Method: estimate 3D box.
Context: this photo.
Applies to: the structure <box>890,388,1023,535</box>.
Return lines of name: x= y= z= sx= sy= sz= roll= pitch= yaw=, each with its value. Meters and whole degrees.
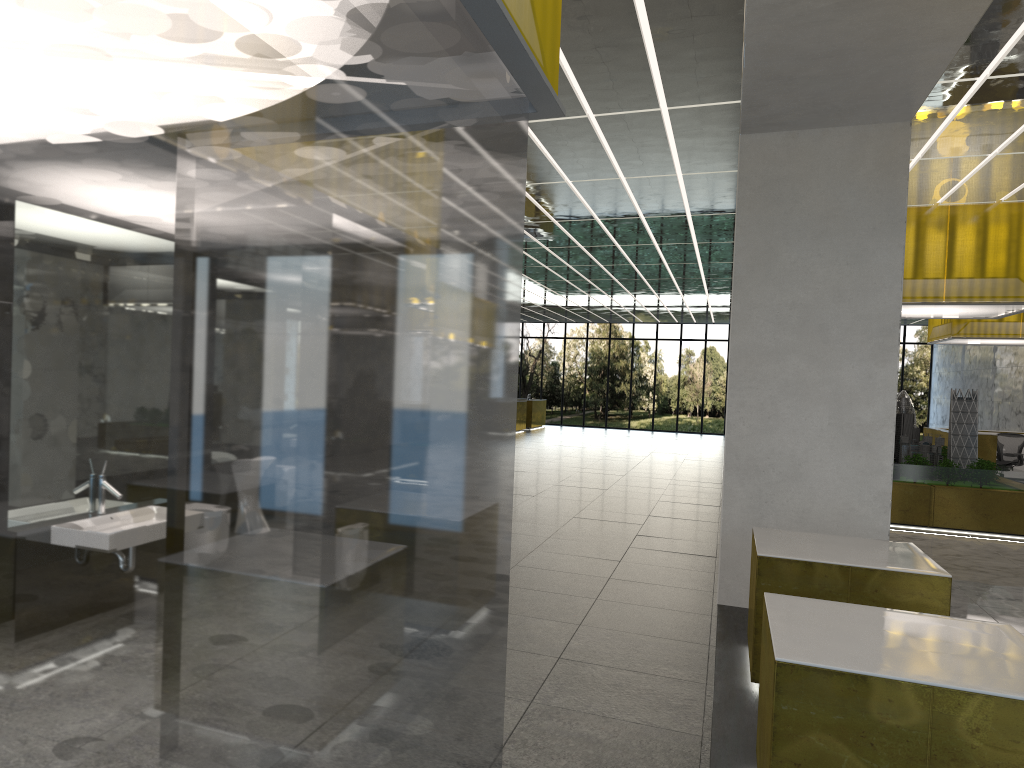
structure: x=8.357 y=1.348 z=18.059 sx=3.979 sy=2.572 sz=5.024 roll=2 pitch=1 yaw=18

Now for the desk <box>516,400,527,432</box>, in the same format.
desk: x=-1.228 y=1.521 z=41.504 sx=3.311 sy=1.509 sz=3.396 roll=2 pitch=0 yaw=19

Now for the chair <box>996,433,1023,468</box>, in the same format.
chair: x=14.267 y=2.168 z=24.690 sx=1.195 sy=1.494 sz=0.966 roll=3 pitch=2 yaw=43

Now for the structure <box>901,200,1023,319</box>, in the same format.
structure: x=8.160 y=-2.542 z=16.765 sx=3.351 sy=2.270 sz=3.162 roll=2 pitch=1 yaw=19

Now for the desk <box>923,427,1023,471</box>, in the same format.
desk: x=14.180 y=2.170 z=24.881 sx=3.311 sy=1.509 sz=3.396 roll=2 pitch=0 yaw=19

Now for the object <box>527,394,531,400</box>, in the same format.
object: x=0.803 y=0.862 z=45.653 sx=0.566 sy=0.668 sz=0.732 roll=3 pitch=1 yaw=18

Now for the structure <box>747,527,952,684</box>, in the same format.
structure: x=2.782 y=1.990 z=7.333 sx=1.405 sy=1.174 sz=1.407 roll=3 pitch=1 yaw=19

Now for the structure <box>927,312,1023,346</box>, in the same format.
structure: x=14.327 y=-2.342 z=24.786 sx=3.352 sy=2.270 sz=3.038 roll=2 pitch=1 yaw=20

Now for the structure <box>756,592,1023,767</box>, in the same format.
structure: x=2.102 y=1.975 z=4.660 sx=1.405 sy=1.174 sz=1.407 roll=3 pitch=1 yaw=19

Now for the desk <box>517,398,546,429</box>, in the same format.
desk: x=-0.077 y=1.547 z=46.028 sx=3.311 sy=1.509 sz=3.396 roll=2 pitch=0 yaw=19
